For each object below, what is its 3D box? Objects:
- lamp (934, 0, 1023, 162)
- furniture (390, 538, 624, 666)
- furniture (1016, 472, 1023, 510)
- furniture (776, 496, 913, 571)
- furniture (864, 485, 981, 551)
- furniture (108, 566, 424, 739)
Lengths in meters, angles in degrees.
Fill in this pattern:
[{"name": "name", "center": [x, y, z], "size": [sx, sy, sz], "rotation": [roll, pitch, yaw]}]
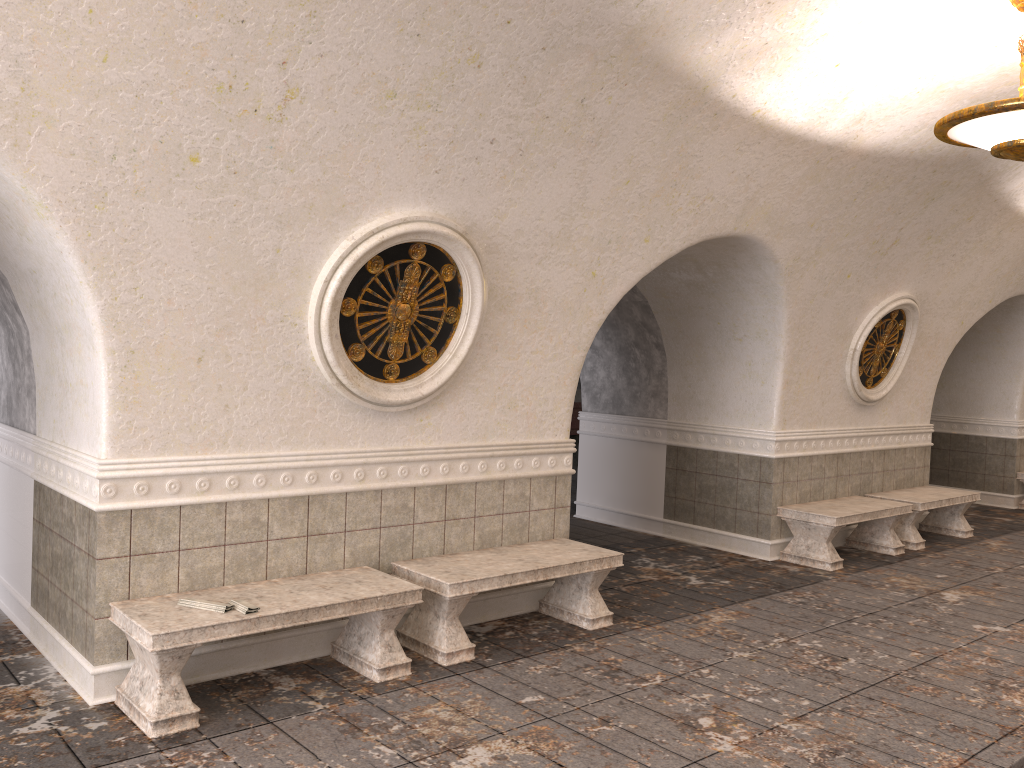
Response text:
[{"name": "lamp", "center": [2.968, -1.742, 5.039], "size": [1.008, 0.955, 1.008], "rotation": [1, 2, -25]}, {"name": "furniture", "center": [-0.006, 1.395, 5.847], "size": [1.509, 0.508, 0.613], "rotation": [1, 2, -41]}, {"name": "furniture", "center": [7.771, 1.506, 12.602], "size": [1.509, 0.508, 0.613], "rotation": [1, 2, -41]}, {"name": "furniture", "center": [3.270, 1.442, 8.692], "size": [1.509, 0.508, 0.613], "rotation": [1, 2, -41]}, {"name": "furniture", "center": [4.539, 1.460, 9.795], "size": [1.509, 0.508, 0.613], "rotation": [1, 2, -41]}, {"name": "furniture", "center": [-1.275, 1.377, 4.744], "size": [1.509, 0.508, 0.613], "rotation": [1, 2, -41]}]
